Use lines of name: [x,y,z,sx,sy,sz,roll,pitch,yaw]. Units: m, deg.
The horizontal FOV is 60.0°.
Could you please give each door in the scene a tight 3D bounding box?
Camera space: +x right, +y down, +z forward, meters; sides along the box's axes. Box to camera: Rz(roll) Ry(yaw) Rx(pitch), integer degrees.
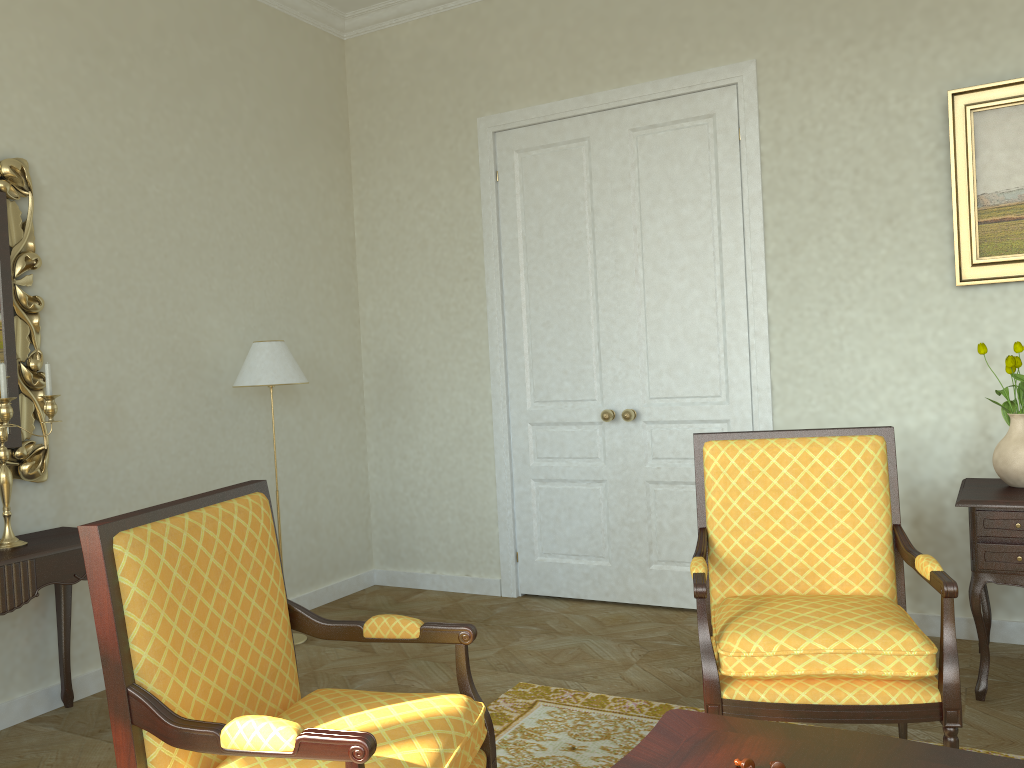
door: [0.573,-0.139,4.820,1.405,2.701,0.153,-2,1,29]

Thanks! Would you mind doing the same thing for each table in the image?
table: [2.323,0.788,3.350,1.110,0.769,0.689,-2,1,29]
table: [0.576,1.050,1.602,0.922,0.494,0.932,-2,1,31]

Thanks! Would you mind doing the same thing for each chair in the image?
chair: [0.934,0.709,2.769,0.730,1.083,0.671,-3,1,11]
chair: [-0.429,0.795,2.009,0.671,1.083,0.730,-3,1,14]

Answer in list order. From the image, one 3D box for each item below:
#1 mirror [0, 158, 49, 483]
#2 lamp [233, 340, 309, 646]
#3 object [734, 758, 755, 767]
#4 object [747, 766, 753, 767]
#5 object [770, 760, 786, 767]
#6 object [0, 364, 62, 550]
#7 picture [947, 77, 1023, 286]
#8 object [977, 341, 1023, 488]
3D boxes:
mirror: [-2.273,-0.366,3.293,0.082,1.612,1.117,-2,1,29]
lamp: [-1.208,0.554,4.566,0.381,1.552,0.381,-2,1,29]
object: [0.481,0.788,1.846,0.030,0.030,0.047,-3,1,-24]
object: [0.462,0.761,1.706,0.030,0.052,0.030,-3,1,-13]
object: [0.542,0.785,1.831,0.030,0.030,0.052,-3,1,-4]
object: [-1.929,0.239,3.359,0.320,0.757,0.320,-3,1,10]
picture: [2.457,-0.896,3.732,1.087,0.872,0.071,-2,1,29]
object: [2.054,0.108,3.577,0.242,0.609,0.264,-4,1,-36]
